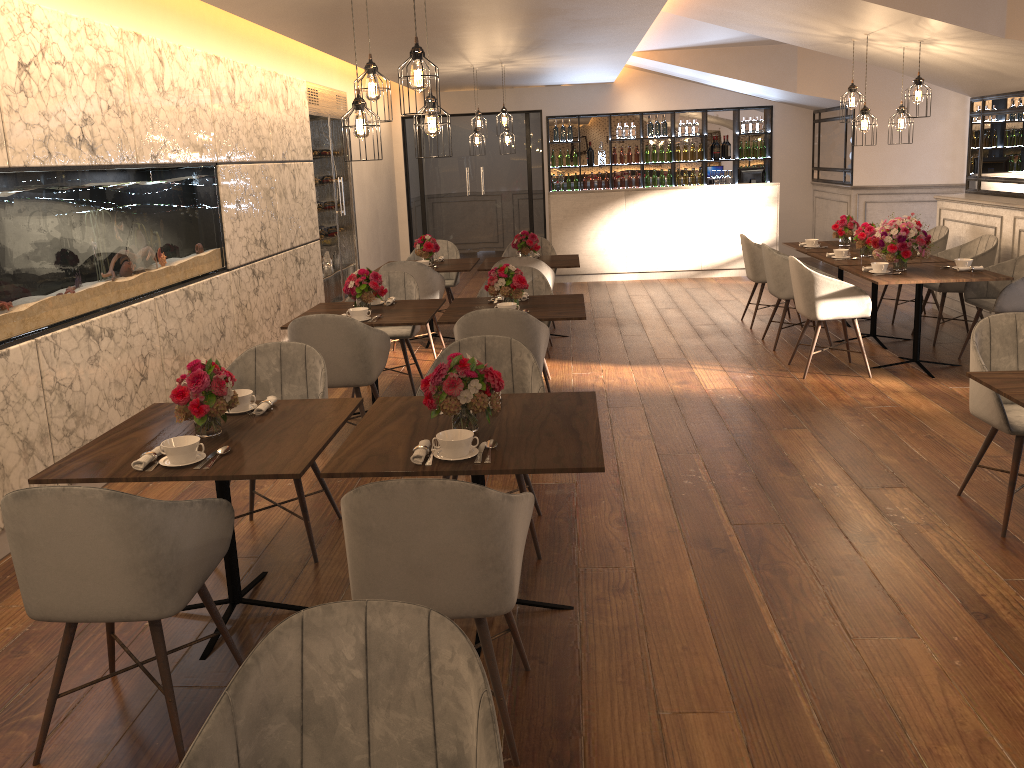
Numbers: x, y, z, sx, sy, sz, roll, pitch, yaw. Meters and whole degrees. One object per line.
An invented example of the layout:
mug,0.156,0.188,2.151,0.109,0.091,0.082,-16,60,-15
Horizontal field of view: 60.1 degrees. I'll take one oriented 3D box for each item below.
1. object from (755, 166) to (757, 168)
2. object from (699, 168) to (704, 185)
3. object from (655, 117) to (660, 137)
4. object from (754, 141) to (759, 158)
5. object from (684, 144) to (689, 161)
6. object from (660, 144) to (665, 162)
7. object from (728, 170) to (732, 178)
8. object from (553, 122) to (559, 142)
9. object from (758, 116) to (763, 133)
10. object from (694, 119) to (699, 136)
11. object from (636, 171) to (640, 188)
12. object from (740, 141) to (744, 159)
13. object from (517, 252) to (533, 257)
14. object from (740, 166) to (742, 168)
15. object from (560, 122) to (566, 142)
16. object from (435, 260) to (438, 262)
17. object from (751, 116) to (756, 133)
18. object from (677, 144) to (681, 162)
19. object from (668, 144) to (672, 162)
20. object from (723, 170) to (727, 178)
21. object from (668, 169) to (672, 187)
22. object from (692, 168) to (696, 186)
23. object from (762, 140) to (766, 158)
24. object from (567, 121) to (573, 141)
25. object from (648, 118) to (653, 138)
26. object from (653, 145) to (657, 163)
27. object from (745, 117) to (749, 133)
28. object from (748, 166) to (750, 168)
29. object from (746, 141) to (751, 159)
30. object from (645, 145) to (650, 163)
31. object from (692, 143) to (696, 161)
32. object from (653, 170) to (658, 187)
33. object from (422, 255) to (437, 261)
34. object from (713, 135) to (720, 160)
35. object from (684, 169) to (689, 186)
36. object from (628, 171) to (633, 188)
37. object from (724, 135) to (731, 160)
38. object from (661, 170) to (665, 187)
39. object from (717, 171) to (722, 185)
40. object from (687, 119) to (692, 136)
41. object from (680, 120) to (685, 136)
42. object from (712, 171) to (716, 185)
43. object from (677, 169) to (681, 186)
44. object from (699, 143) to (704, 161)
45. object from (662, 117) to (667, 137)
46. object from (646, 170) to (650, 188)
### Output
object,3.631,-3.120,13.165,0.065,0.258,0.066,-6,12,-17
object,2.831,-3.098,13.219,0.065,0.258,0.066,-6,12,-17
object,2.153,-3.807,13.084,0.075,0.306,0.076,0,12,15
object,3.615,-3.471,13.094,0.065,0.258,0.066,-6,12,-17
object,2.595,-3.443,13.163,0.065,0.258,0.066,-6,12,-17
object,2.241,-3.434,13.187,0.065,0.260,0.066,-6,12,-17
object,3.251,-3.082,13.196,0.065,0.205,0.065,-12,15,-40
object,0.656,-3.765,13.185,0.075,0.306,0.076,4,13,29
object,3.653,-3.811,12.991,0.070,0.233,0.041,-2,11,3
object,2.723,-3.786,13.054,0.070,0.233,0.041,-2,11,3
object,1.886,-3.072,13.282,0.065,0.258,0.066,-6,12,-17
object,3.394,-3.466,13.109,0.065,0.260,0.066,-6,12,-17
object,0.120,-1.241,8.452,0.148,0.071,0.150,4,15,26
object,3.410,-3.115,13.179,0.065,0.260,0.066,-6,12,-17
object,0.760,-3.768,13.178,0.075,0.306,0.075,-13,16,-42
object,-0.717,-1.192,8.504,0.025,0.024,0.195,-2,14,4
object,3.553,-3.809,12.997,0.070,0.233,0.041,-2,11,3
object,2.484,-3.440,13.170,0.065,0.258,0.066,-6,12,-17
object,2.352,-3.437,13.179,0.065,0.260,0.066,-6,12,-17
object,3.174,-3.080,13.201,0.065,0.205,0.065,-12,15,-40
object,2.368,-3.085,13.250,0.065,0.258,0.066,-6,12,-17
object,2.721,-3.095,13.226,0.065,0.258,0.066,-6,12,-17
object,3.725,-3.474,13.087,0.065,0.258,0.066,-6,12,-17
object,0.864,-3.771,13.171,0.075,0.306,0.075,-12,15,-38
object,2.049,-3.804,13.091,0.075,0.306,0.076,6,14,36
object,2.131,-3.431,13.194,0.065,0.260,0.066,-6,12,-17
object,3.452,-3.806,13.004,0.070,0.233,0.041,-2,11,3
object,3.521,-3.117,13.172,0.065,0.258,0.066,-6,12,-17
object,3.505,-3.468,13.102,0.065,0.258,0.066,-6,12,-17
object,2.021,-3.427,13.202,0.065,0.258,0.066,-6,12,-17
object,2.705,-3.446,13.156,0.065,0.258,0.066,-6,12,-17
object,2.147,-3.079,13.265,0.065,0.258,0.066,-6,12,-17
object,-0.796,-1.216,8.514,0.148,0.071,0.150,4,15,26
object,3.028,-3.496,13.102,0.104,0.355,0.104,-10,14,-33
object,2.611,-3.092,13.234,0.065,0.258,0.066,-6,12,-17
object,1.776,-3.069,13.290,0.065,0.258,0.066,-6,12,-17
object,3.184,-3.502,13.088,0.104,0.355,0.105,4,13,31
object,2.257,-3.082,13.257,0.065,0.258,0.066,-6,12,-17
object,3.096,-3.077,13.206,0.065,0.205,0.065,-12,15,-40
object,2.623,-3.783,13.060,0.070,0.233,0.041,-2,11,3
object,2.522,-3.780,13.067,0.070,0.233,0.041,-2,11,3
object,3.019,-3.075,13.212,0.065,0.205,0.065,-12,15,-40
object,2.500,-3.089,13.241,0.065,0.258,0.066,-6,12,-17
object,2.815,-3.449,13.148,0.065,0.258,0.066,-6,12,-17
object,2.257,-3.810,13.077,0.075,0.306,0.076,0,12,15
object,2.037,-3.076,13.272,0.065,0.258,0.066,-6,12,-17
